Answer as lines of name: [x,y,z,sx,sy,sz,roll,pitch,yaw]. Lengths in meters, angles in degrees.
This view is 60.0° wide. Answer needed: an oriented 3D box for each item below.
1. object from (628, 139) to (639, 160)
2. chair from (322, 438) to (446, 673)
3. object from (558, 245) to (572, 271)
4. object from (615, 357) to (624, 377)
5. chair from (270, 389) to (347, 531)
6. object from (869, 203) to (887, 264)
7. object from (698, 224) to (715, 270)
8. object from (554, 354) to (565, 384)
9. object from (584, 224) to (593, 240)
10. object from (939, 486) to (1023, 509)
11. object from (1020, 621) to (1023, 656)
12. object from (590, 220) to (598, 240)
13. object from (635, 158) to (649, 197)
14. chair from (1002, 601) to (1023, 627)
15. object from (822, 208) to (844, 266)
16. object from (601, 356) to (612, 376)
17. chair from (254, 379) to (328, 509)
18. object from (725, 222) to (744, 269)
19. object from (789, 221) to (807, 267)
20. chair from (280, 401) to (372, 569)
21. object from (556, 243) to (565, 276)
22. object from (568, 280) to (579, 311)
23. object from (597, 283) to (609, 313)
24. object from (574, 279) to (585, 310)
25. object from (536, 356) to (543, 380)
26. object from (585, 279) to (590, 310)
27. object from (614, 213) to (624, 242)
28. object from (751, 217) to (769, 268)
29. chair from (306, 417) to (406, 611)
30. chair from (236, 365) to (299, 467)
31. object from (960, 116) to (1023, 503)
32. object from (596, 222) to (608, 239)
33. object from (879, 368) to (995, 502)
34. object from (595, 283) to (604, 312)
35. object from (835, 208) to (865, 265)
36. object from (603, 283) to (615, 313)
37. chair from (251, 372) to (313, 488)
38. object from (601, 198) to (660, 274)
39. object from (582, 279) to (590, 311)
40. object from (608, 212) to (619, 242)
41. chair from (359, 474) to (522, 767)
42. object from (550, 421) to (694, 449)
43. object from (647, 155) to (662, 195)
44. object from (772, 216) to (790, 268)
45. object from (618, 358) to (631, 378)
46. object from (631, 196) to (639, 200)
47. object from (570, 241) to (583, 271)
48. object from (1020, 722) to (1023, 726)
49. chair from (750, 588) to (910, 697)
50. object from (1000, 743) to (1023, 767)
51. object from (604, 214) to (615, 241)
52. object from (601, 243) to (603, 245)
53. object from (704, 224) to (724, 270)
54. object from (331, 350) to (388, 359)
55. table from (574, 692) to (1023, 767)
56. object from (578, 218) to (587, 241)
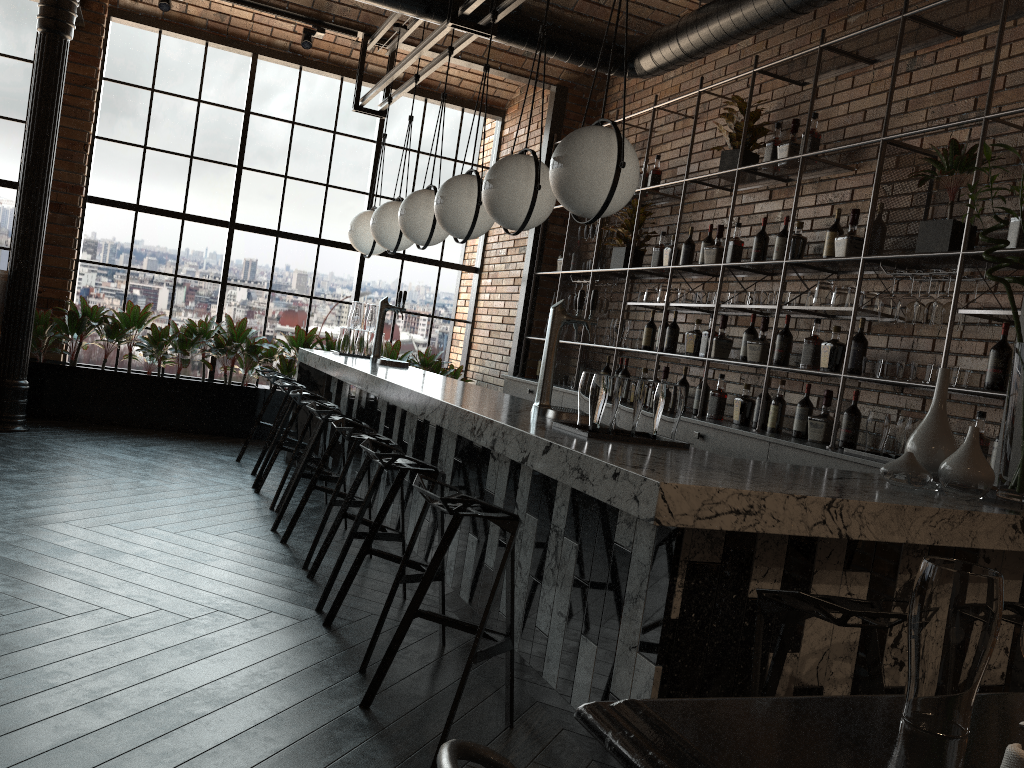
object: [0.813,-1.725,7.146,0.422,0.554,0.377,7,3,-35]
chair: [-0.385,0.600,3.252,0.414,0.737,0.475,7,3,-28]
object: [0.476,-1.078,7.640,0.123,0.279,0.123,7,3,-34]
object: [0.804,-0.052,6.654,0.086,0.298,0.086,10,3,26]
chair: [-1.077,0.424,4.952,0.414,0.737,0.475,8,2,-13]
object: [1.812,-0.750,4.406,0.086,0.297,0.086,10,3,26]
object: [1.271,-0.889,5.748,0.086,0.298,0.086,10,3,26]
object: [0.387,-0.142,7.554,0.123,0.279,0.123,8,2,-9]
object: [0.636,-1.282,7.123,0.092,0.244,0.092,8,2,-17]
object: [1.696,0.383,2.954,0.622,0.014,0.622,11,3,40]
object: [0.621,0.330,1.002,0.092,0.244,0.092,11,3,39]
object: [0.673,-1.272,7.032,0.092,0.244,0.092,8,2,-17]
object: [0.983,-1.541,6.617,0.083,0.282,0.083,7,3,-38]
chair: [1.205,0.880,2.297,0.475,0.737,0.414,7,3,-28]
object: [1.703,-0.778,4.682,0.086,0.299,0.086,10,3,26]
object: [0.721,-0.069,6.789,0.086,0.299,0.086,10,3,26]
chair: [-1.295,0.369,5.488,0.414,0.737,0.475,7,3,-28]
object: [1.376,-0.853,5.467,0.083,0.282,0.083,8,3,-23]
object: [1.587,-0.781,4.942,0.094,0.248,0.151,9,2,6]
chair: [-0.836,0.485,4.361,0.414,0.737,0.475,7,3,-28]
object: [0.452,-1.100,7.821,0.086,0.298,0.086,10,3,26]
object: [0.509,-0.726,7.248,0.092,0.244,0.092,8,2,-17]
object: [0.738,-0.686,7.119,0.092,0.244,0.092,8,2,-17]
object: [0.550,-0.716,7.147,0.092,0.244,0.092,8,2,-17]
object: [0.276,-0.182,7.882,0.086,0.299,0.086,10,3,26]
object: [0.627,-0.696,6.960,0.092,0.244,0.092,8,2,-17]
object: [0.863,-1.242,7.000,0.092,0.244,0.092,8,2,-17]
object: [1.473,-0.838,5.241,0.086,0.299,0.086,10,3,26]
chair: [-0.604,0.545,3.790,0.414,0.737,0.475,8,3,-18]
chair: [-1.721,0.260,6.533,0.414,0.737,0.475,7,3,-33]
object: [1.790,-0.378,2.900,0.673,1.546,0.584,9,2,16]
object: [0.712,-1.262,6.936,0.092,0.244,0.092,8,2,-17]
object: [1.363,0.147,2.801,0.319,0.397,0.316,10,3,26]
object: [0.701,-0.696,7.210,0.092,0.244,0.092,8,2,-17]
object: [1.739,-0.756,4.539,0.123,0.279,0.123,8,2,-14]
object: [0.777,-0.676,7.023,0.092,0.244,0.092,8,2,-17]
chair: [-1.507,0.315,6.007,0.414,0.737,0.475,8,3,-18]
object: [0.899,-1.095,6.605,0.425,0.526,0.430,8,2,-10]
object: [0.588,-0.706,7.056,0.092,0.244,0.092,8,2,-17]
object: [0.824,-1.252,7.095,0.092,0.244,0.092,8,2,-17]
chair: [-0.121,0.667,2.604,0.414,0.737,0.475,7,3,-33]
object: [0.376,0.176,3.082,0.437,0.019,0.273,8,3,-23]
object: [1.046,-1.525,6.464,0.083,0.282,0.083,8,2,-8]
object: [1.560,-0.818,5.100,0.086,0.298,0.086,10,3,26]
object: [0.826,-0.043,6.535,0.086,0.298,0.086,10,3,26]
object: [0.925,-1.553,6.763,0.123,0.279,0.123,7,3,-34]
object: [0.551,-1.072,7.503,0.086,0.299,0.086,10,3,26]
object: [0.779,0.462,1.142,0.255,0.019,0.157,8,3,-22]
chair: [0.670,0.809,2.071,0.475,0.737,0.414,8,3,-18]
object: [0.463,0.375,0.768,0.232,0.139,0.232,7,3,-29]
object: [0.787,-1.262,7.187,0.092,0.244,0.092,8,2,-17]
object: [0.745,-1.272,7.288,0.092,0.244,0.092,8,2,-17]
object: [1.302,-0.867,5.611,0.123,0.279,0.123,7,3,-34]
object: [-1.174,-0.218,6.893,0.437,0.019,0.273,8,3,-23]
table: [0.588,0.838,0.875,0.872,0.758,0.872,8,3,-23]
object: [0.595,-1.292,7.224,0.092,0.244,0.092,8,2,-17]
